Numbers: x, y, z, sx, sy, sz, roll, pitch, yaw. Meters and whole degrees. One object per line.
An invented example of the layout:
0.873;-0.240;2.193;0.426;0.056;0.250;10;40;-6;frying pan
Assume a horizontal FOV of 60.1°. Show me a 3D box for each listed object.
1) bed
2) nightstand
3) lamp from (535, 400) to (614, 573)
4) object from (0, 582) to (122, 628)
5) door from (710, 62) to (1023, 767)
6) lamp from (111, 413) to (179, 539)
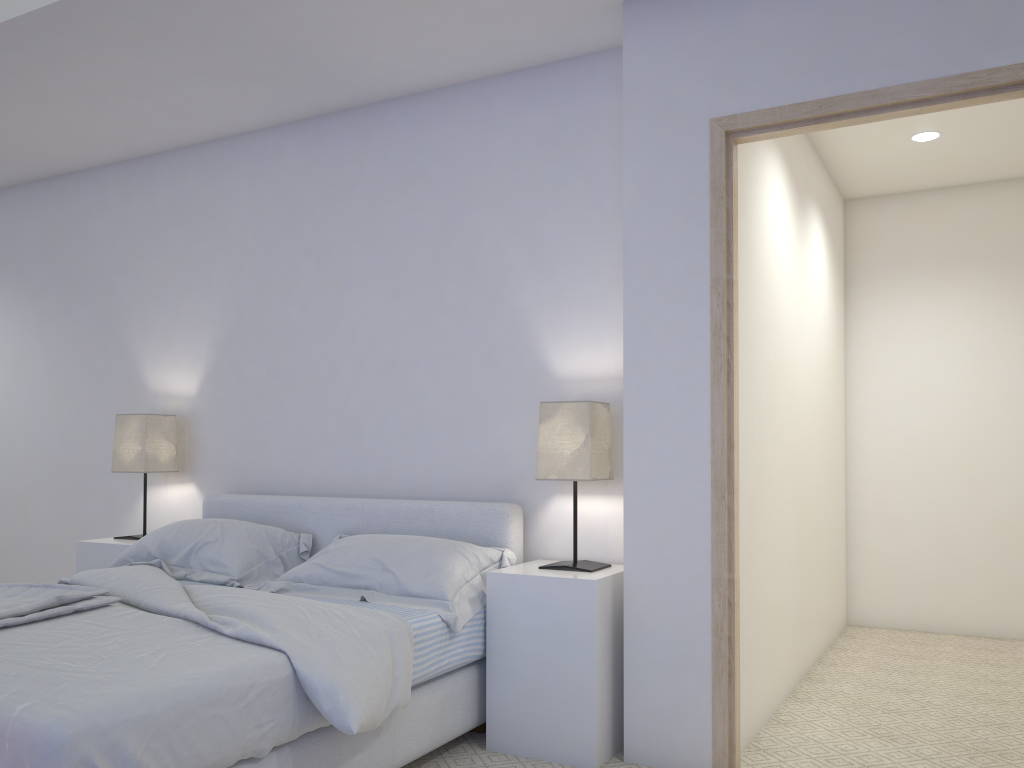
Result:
-1.078;0.817;2.859;1.969;0.813;2.024;-2;-5;28;bed
-0.763;0.982;3.587;2.551;0.599;0.401;-2;-3;28;nightstand
0.223;0.356;3.123;0.210;0.582;0.210;-1;-2;28;lamp
-1.738;0.845;2.601;0.913;0.466;0.719;-2;-4;24;object
1.358;0.155;2.274;0.361;2.052;1.785;2;-3;-45;door
-1.728;0.435;4.175;0.210;0.581;0.210;-1;-2;23;lamp
